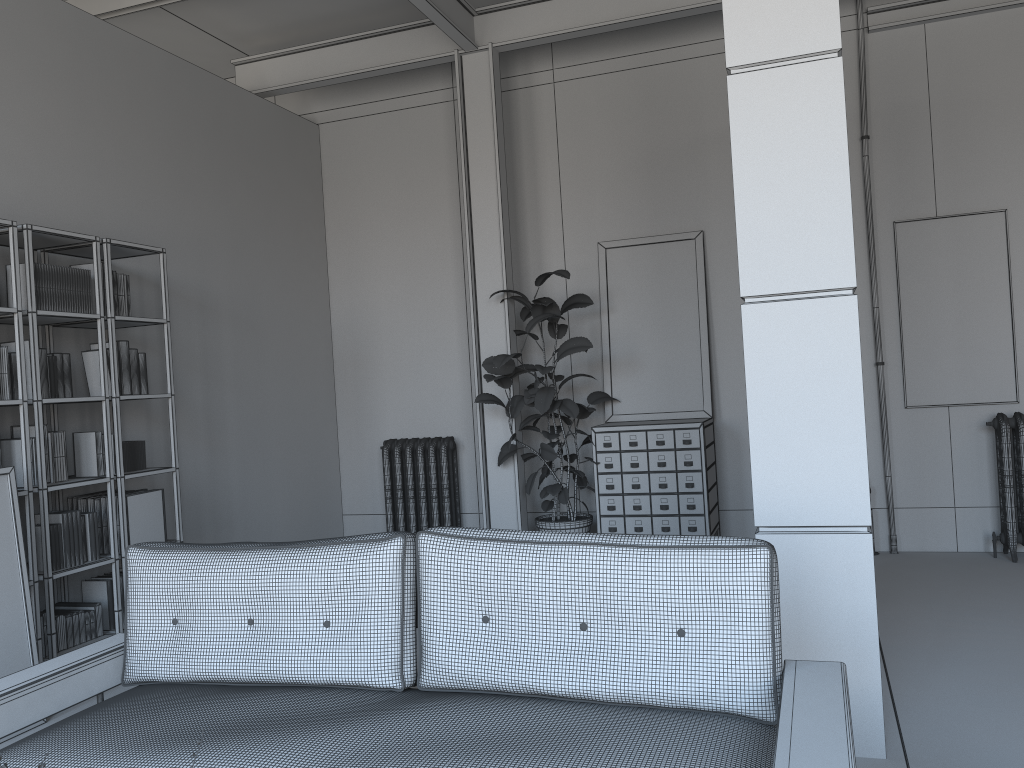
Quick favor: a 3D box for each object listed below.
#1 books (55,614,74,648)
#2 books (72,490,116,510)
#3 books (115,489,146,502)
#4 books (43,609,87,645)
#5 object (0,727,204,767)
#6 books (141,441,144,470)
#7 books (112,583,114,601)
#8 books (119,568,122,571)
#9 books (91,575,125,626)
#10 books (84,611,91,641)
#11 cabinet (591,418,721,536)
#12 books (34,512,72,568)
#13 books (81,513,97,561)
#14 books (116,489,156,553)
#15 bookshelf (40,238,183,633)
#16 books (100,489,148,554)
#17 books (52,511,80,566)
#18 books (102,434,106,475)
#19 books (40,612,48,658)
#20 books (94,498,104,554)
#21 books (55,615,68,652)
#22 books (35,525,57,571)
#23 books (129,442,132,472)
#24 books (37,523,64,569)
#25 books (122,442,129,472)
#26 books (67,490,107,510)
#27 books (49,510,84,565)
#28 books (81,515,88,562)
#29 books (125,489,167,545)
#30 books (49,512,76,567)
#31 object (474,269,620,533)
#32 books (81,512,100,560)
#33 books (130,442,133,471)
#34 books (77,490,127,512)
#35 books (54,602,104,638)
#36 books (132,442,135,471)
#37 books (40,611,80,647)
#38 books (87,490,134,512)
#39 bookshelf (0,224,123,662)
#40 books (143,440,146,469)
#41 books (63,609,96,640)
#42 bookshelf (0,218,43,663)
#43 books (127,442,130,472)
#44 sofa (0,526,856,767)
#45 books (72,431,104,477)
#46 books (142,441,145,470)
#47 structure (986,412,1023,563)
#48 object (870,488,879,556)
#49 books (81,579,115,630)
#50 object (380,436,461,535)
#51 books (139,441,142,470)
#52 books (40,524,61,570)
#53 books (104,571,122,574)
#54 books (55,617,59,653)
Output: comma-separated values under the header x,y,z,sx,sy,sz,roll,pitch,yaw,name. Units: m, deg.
x,y,z,sx,sy,sz,roll,pitch,yaw,name
-2.318,1.242,4.462,0.242,0.176,0.040,-4,0,19,books
-2.331,0.776,4.987,0.033,0.326,0.303,-4,0,19,books
-2.110,0.761,4.899,0.027,0.326,0.272,-4,0,19,books
-2.292,1.241,4.537,0.242,0.176,0.040,-4,0,19,books
-0.434,0.719,0.947,0.443,0.709,0.194,-3,0,-31,object
-2.157,0.412,5.047,0.134,0.177,0.012,-4,0,19,books
-2.217,1.202,4.816,0.196,0.262,0.040,-4,0,19,books
-2.143,1.183,4.993,0.217,0.295,0.030,-4,0,19,books
-2.204,1.192,4.858,0.195,0.279,0.049,-4,0,19,books
-2.280,1.250,4.572,0.241,0.158,0.033,-4,0,19,books
1.077,0.794,6.548,0.796,1.026,0.668,-4,0,19,cabinet
-2.299,0.786,4.445,0.202,0.278,0.027,-4,0,19,books
-2.241,0.797,4.608,0.184,0.254,0.025,-4,0,19,books
-2.061,0.761,4.893,0.068,0.327,0.303,-4,0,20,books
-2.217,0.372,4.975,0.455,2.276,0.455,-4,0,19,bookshelf
-2.140,0.763,4.930,0.037,0.322,0.333,-4,0,19,books
-2.281,0.785,4.497,0.202,0.278,0.027,-4,0,19,books
-2.273,0.388,4.846,0.162,0.229,0.053,-4,0,26,books
-2.378,1.223,4.335,0.275,0.223,0.033,-4,0,19,books
-2.175,0.770,4.942,0.040,0.312,0.343,-4,0,19,books
-2.342,1.240,4.420,0.260,0.185,0.056,-4,0,19,books
-2.320,0.811,4.378,0.165,0.227,0.022,-4,0,19,books
-2.187,0.413,4.960,0.134,0.177,0.012,-4,0,19,books
-2.306,0.810,4.421,0.165,0.227,0.022,-4,0,19,books
-2.195,0.414,4.938,0.134,0.177,0.012,-4,0,19,books
-2.364,0.778,4.997,0.033,0.326,0.303,-4,0,19,books
-2.273,0.784,4.523,0.202,0.278,0.027,-4,0,19,books
-2.277,0.800,4.572,0.180,0.244,0.057,-4,0,19,books
-2.013,0.757,4.877,0.033,0.326,0.303,-4,0,19,books
-2.291,0.785,4.471,0.202,0.278,0.027,-4,0,19,books
0.245,0.267,6.447,0.868,2.157,1.270,-4,0,20,object
-2.234,0.796,4.632,0.184,0.254,0.025,-4,0,19,books
-2.184,0.413,4.971,0.134,0.177,0.012,-4,0,19,books
-2.281,0.775,4.974,0.068,0.318,0.319,-4,0,19,books
-2.270,1.236,4.647,0.271,0.184,0.047,-4,0,19,books
-2.180,0.413,4.982,0.134,0.177,0.012,-4,0,19,books
-2.305,1.243,4.500,0.242,0.176,0.040,-4,0,19,books
-2.222,0.770,4.954,0.056,0.315,0.317,-4,0,19,books
-2.383,0.381,4.511,0.455,2.276,0.455,-4,0,19,bookshelf
-2.150,0.411,5.069,0.134,0.177,0.012,-4,0,19,books
-2.270,1.249,4.603,0.241,0.158,0.033,-4,0,19,books
-2.544,0.389,4.023,0.455,2.276,0.455,-4,0,19,bookshelf
-2.191,0.414,4.949,0.134,0.177,0.012,-4,0,19,books
-0.369,0.902,2.290,2.347,0.948,0.952,-4,0,19,sofa
-2.295,0.381,4.795,0.170,0.245,0.043,-4,0,19,books
-2.154,0.412,5.058,0.134,0.177,0.012,-4,0,19,books
3.557,0.677,5.855,0.733,1.007,0.328,-4,0,19,structure
2.537,0.963,6.360,0.206,0.647,0.173,-3,0,-36,object
-2.229,1.195,4.783,0.192,0.277,0.030,-4,0,19,books
-0.738,0.945,7.333,0.733,1.007,0.328,-4,0,19,object
-2.161,0.412,5.036,0.134,0.177,0.012,-4,0,19,books
-2.313,0.811,4.399,0.165,0.227,0.022,-4,0,19,books
-2.164,1.189,4.952,0.207,0.283,0.061,-4,0,19,books
-2.364,1.241,4.373,0.271,0.184,0.047,-4,0,19,books
